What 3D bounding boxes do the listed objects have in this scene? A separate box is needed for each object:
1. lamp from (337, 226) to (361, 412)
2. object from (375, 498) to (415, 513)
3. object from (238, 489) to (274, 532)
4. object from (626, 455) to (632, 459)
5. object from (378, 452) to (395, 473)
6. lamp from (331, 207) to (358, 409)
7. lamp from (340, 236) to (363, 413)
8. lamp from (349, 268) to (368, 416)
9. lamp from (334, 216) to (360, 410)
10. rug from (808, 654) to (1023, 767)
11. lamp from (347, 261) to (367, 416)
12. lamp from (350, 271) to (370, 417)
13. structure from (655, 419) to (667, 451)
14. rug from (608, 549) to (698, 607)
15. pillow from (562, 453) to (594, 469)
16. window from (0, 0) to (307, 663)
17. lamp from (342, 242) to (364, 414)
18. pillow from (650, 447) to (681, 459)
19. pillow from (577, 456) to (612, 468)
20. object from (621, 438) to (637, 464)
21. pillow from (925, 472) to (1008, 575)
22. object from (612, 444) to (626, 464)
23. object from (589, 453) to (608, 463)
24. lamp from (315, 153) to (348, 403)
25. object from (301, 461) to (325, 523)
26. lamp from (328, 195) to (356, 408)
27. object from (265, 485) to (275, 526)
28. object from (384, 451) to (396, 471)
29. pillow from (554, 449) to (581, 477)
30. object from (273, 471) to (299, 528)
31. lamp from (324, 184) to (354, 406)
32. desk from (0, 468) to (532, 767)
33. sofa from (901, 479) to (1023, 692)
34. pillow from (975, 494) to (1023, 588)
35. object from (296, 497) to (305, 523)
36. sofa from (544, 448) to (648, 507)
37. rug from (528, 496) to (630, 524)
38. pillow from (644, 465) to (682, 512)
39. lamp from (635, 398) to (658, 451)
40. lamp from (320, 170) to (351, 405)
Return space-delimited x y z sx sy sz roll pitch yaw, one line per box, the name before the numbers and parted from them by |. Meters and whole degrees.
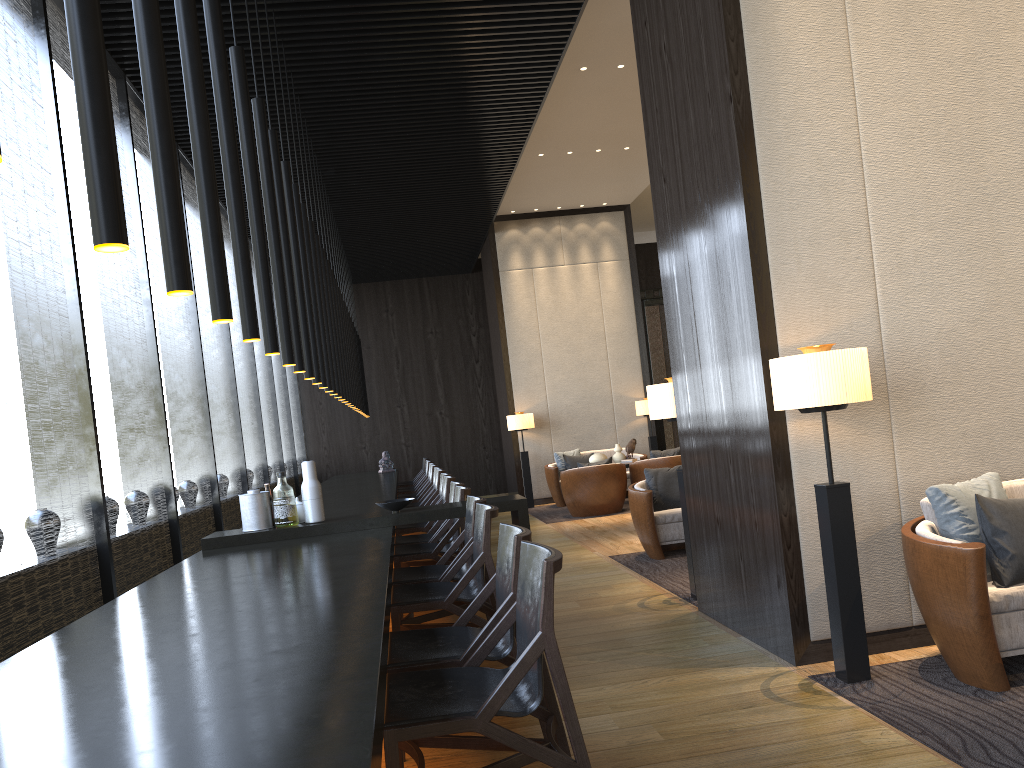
lamp | -2.083 -0.853 11.248 0.060 2.422 0.060 -7 1 -12
object | -0.662 0.698 5.040 0.227 0.067 0.228 -6 -2 -5
object | -1.427 0.700 4.934 0.168 0.219 0.169 -6 -1 -12
object | 1.531 0.975 11.636 0.091 0.112 0.091 -6 -1 -45
object | -1.885 1.160 13.186 0.207 0.310 0.162 -6 0 -27
lamp | -1.963 -0.912 10.295 0.060 2.422 0.060 -7 1 -12
lamp | -2.142 -0.825 11.714 0.060 2.422 0.060 -7 1 -12
lamp | -2.390 -0.702 13.693 0.060 2.422 0.060 -7 1 -12
lamp | -2.021 -0.884 10.754 0.060 2.422 0.060 -7 1 -12
rug | 2.370 1.031 2.683 2.039 0.008 2.245 -6 -3 -7
lamp | -2.327 -0.733 13.189 0.060 2.422 0.060 -7 1 -12
lamp | -2.455 -0.671 14.207 0.060 2.422 0.060 -7 1 -12
structure | 2.214 0.956 13.580 0.240 1.218 0.240 -7 1 -7
rug | 1.905 1.259 6.379 1.956 0.008 2.245 -6 -3 -7
pillow | 0.934 1.122 12.239 0.471 0.361 0.219 -6 0 -10
window | 3.923 -1.393 0.156 12.042 4.228 31.929 -6 -3 -7
lamp | -2.201 -0.795 12.190 0.060 2.422 0.060 -7 1 -12
pillow | 1.840 0.947 10.561 0.398 0.362 0.222 -6 0 -7
pillow | 0.995 1.043 10.453 0.441 0.338 0.205 -7 0 0
object | 1.535 0.868 11.498 0.174 0.309 0.228 -7 0 39
pillow | 1.913 0.581 3.625 0.431 0.400 0.201 -6 0 -29
object | 1.400 0.916 11.622 0.174 0.257 0.174 -7 0 12
object | 1.130 0.992 11.588 0.246 0.168 0.244 -8 -2 40
lamp | -1.724 -1.030 8.395 0.060 2.422 0.060 -7 1 -2
object | -1.122 0.604 4.964 0.113 0.344 0.113 -7 0 -12
lamp | -1.904 -0.941 9.826 0.060 2.422 0.060 -7 1 -12
object | -1.384 0.692 5.051 0.066 0.237 0.067 -7 0 -14
object | -1.912 1.173 13.435 0.209 0.313 0.163 -7 0 18
pillow | 0.813 1.122 12.380 0.431 0.400 0.201 -6 0 -29
object | -1.261 0.637 4.902 0.129 0.305 0.129 -7 0 -21
lamp | -1.848 -0.969 9.376 0.060 2.422 0.060 -7 1 -2
desk | -0.161 0.823 0.155 1.778 0.759 28.773 -6 -3 -8
sofa | 2.278 0.739 3.571 1.447 0.694 0.603 -6 -1 -7
pillow | 2.035 0.581 3.484 0.471 0.361 0.219 -6 0 -10
object | -1.229 0.685 5.075 0.135 0.217 0.136 -6 0 -20
sofa | 1.177 1.280 12.326 1.447 0.694 0.603 -6 -1 -7
rug | 1.264 1.575 11.482 2.039 0.008 2.245 -6 -3 -7
pillow | 1.308 0.855 7.317 0.398 0.362 0.222 -6 0 -7
lamp | 2.019 0.868 12.664 0.376 1.351 0.373 -6 1 40
lamp | -1.786 -0.999 8.885 0.060 2.422 0.060 -7 1 -12
